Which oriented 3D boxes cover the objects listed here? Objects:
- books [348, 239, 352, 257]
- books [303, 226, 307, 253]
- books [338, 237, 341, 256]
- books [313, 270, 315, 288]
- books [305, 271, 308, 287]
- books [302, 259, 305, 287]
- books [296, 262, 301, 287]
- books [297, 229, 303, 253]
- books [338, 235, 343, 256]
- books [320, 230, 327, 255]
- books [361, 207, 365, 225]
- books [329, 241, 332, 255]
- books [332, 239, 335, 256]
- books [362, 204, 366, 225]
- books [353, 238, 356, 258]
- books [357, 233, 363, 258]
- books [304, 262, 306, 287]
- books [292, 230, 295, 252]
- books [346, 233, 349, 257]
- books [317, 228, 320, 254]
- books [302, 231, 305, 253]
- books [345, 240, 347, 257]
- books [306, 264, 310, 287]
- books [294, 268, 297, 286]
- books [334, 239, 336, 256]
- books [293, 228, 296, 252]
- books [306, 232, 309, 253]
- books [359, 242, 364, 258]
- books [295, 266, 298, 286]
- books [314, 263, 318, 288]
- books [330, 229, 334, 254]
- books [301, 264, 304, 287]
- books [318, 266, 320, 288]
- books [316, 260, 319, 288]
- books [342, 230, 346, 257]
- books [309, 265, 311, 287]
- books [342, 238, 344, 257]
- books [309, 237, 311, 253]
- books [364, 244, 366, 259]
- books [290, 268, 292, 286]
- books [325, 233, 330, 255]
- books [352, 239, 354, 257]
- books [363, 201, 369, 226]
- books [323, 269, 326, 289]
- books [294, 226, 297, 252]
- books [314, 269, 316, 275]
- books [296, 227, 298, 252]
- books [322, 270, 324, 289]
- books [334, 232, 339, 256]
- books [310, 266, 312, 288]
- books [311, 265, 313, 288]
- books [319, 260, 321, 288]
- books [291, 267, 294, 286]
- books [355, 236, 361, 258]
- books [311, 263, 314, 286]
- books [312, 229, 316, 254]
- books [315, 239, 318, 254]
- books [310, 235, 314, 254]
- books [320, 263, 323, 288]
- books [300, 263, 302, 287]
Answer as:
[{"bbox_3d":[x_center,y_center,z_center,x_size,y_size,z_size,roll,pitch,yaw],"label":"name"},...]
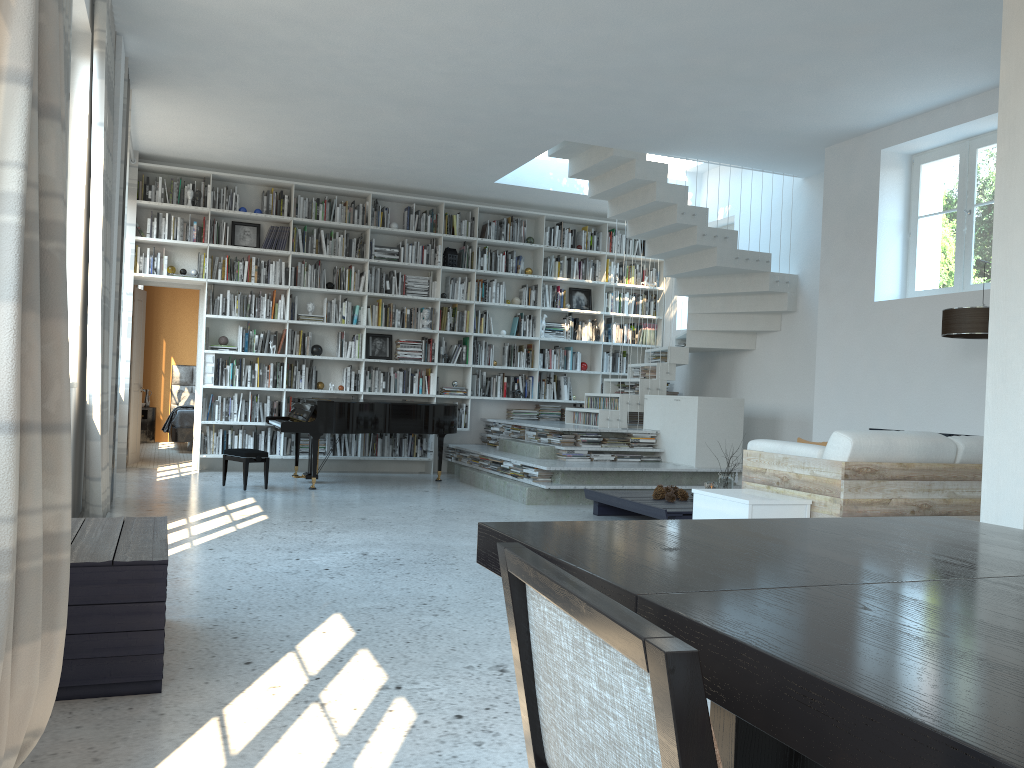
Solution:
[{"bbox_3d":[-1.822,-1.499,9.923,0.030,0.218,0.182,2,0,-21],"label":"books"},{"bbox_3d":[-2.279,-1.569,9.737,0.012,0.315,0.171,2,0,-21],"label":"books"},{"bbox_3d":[-1.934,-1.508,9.870,0.021,0.226,0.191,2,0,-21],"label":"books"},{"bbox_3d":[-2.192,-1.145,9.776,0.011,0.209,0.181,2,0,-21],"label":"books"},{"bbox_3d":[-2.273,-1.137,9.762,0.029,0.187,0.149,2,0,-21],"label":"books"},{"bbox_3d":[-2.299,-1.204,9.755,0.011,0.317,0.154,2,0,-21],"label":"books"},{"bbox_3d":[-2.346,-1.187,9.726,0.026,0.279,0.151,2,0,-21],"label":"books"},{"bbox_3d":[-2.332,-1.551,9.734,0.067,0.274,0.168,2,0,-21],"label":"books"},{"bbox_3d":[-1.917,-1.525,9.897,0.028,0.261,0.135,2,0,-21],"label":"books"},{"bbox_3d":[-2.097,-1.546,9.809,0.075,0.285,0.178,2,0,-21],"label":"books"},{"bbox_3d":[-1.686,-1.864,9.963,0.026,0.225,0.172,2,0,-21],"label":"books"},{"bbox_3d":[-2.029,-1.490,9.846,0.028,0.180,0.168,2,0,-21],"label":"books"},{"bbox_3d":[-2.003,-1.504,9.884,0.024,0.212,0.128,2,0,-21],"label":"books"},{"bbox_3d":[-1.670,-1.884,9.978,0.014,0.267,0.171,2,0,-21],"label":"books"},{"bbox_3d":[-1.784,-1.506,9.958,0.025,0.237,0.153,2,0,-21],"label":"books"},{"bbox_3d":[-1.724,-1.536,9.960,0.058,0.302,0.175,2,0,-21],"label":"books"},{"bbox_3d":[-2.283,-1.187,9.739,0.010,0.283,0.184,2,0,-21],"label":"books"},{"bbox_3d":[-2.401,-1.546,9.686,0.023,0.256,0.174,2,0,-21],"label":"books"},{"bbox_3d":[-1.852,-1.536,9.932,0.022,0.290,0.146,2,0,-21],"label":"books"},{"bbox_3d":[-2.146,-1.563,9.817,0.013,0.315,0.135,2,0,-21],"label":"books"},{"bbox_3d":[-2.294,-1.542,9.741,0.011,0.260,0.157,2,0,-21],"label":"books"},{"bbox_3d":[-1.874,-1.499,9.921,0.024,0.213,0.150,2,0,-21],"label":"books"},{"bbox_3d":[-2.246,-1.175,9.746,0.009,0.263,0.189,2,0,-21],"label":"books"},{"bbox_3d":[-2.389,-1.159,9.732,0.024,0.219,0.140,2,0,-21],"label":"books"},{"bbox_3d":[-1.977,-1.501,9.865,0.010,0.208,0.173,2,0,-21],"label":"books"},{"bbox_3d":[-2.389,-1.559,9.706,0.013,0.283,0.158,2,0,-21],"label":"books"},{"bbox_3d":[-2.261,-1.532,9.746,0.031,0.242,0.181,2,0,-21],"label":"books"},{"bbox_3d":[-1.695,-1.489,9.999,0.028,0.212,0.134,2,0,-21],"label":"books"},{"bbox_3d":[-2.367,-1.169,9.726,0.012,0.240,0.134,2,0,-21],"label":"books"},{"bbox_3d":[-2.171,-1.185,9.789,0.011,0.291,0.176,2,0,-21],"label":"books"},{"bbox_3d":[-2.008,-1.553,9.853,0.012,0.308,0.145,2,0,-21],"label":"books"},{"bbox_3d":[-2.312,-1.177,9.737,0.024,0.262,0.177,2,0,-21],"label":"books"},{"bbox_3d":[-2.150,-1.169,9.804,0.010,0.262,0.158,2,0,-21],"label":"books"},{"bbox_3d":[-2.158,-1.199,9.808,0.004,0.321,0.153,2,0,-21],"label":"books"},{"bbox_3d":[-1.881,-1.549,9.896,0.011,0.313,0.183,2,0,-21],"label":"books"},{"bbox_3d":[-2.237,-1.168,9.751,0.012,0.251,0.184,2,0,-21],"label":"books"},{"bbox_3d":[-1.898,-1.509,9.901,0.013,0.231,0.141,2,0,-21],"label":"books"},{"bbox_3d":[-2.242,-1.510,9.769,0.024,0.201,0.153,2,0,-21],"label":"books"},{"bbox_3d":[-1.676,-1.479,10.014,0.019,0.194,0.098,2,0,-21],"label":"books"},{"bbox_3d":[-2.425,-1.155,9.692,0.015,0.208,0.186,2,0,-21],"label":"books"},{"bbox_3d":[-2.055,-1.533,9.842,0.027,0.265,0.168,2,0,-21],"label":"books"},{"bbox_3d":[-1.800,-1.500,9.935,0.022,0.222,0.161,2,0,-21],"label":"books"},{"bbox_3d":[-1.649,-1.894,9.981,0.026,0.288,0.176,2,0,-21],"label":"books"},{"bbox_3d":[-2.084,-1.151,9.837,0.031,0.232,0.147,2,0,-21],"label":"books"},{"bbox_3d":[-2.384,-1.571,9.730,0.014,0.309,0.130,2,0,-21],"label":"books"},{"bbox_3d":[-2.190,-1.153,9.804,0.011,0.226,0.129,2,0,-21],"label":"books"},{"bbox_3d":[-2.365,-1.559,9.714,0.010,0.287,0.148,2,0,-21],"label":"books"},{"bbox_3d":[-2.110,-1.145,9.836,0.012,0.218,0.151,2,0,-21],"label":"books"},{"bbox_3d":[-1.964,-1.540,9.884,0.026,0.286,0.137,2,0,-21],"label":"books"},{"bbox_3d":[-2.226,-1.170,9.781,0.011,0.256,0.152,2,0,-21],"label":"books"},{"bbox_3d":[-2.210,-1.172,9.770,0.009,0.261,0.180,2,0,-21],"label":"books"},{"bbox_3d":[-2.141,-1.203,9.818,0.005,0.331,0.161,2,0,-21],"label":"books"},{"bbox_3d":[-2.414,-1.163,9.723,0.029,0.225,0.136,2,0,-21],"label":"books"},{"bbox_3d":[-1.739,-1.518,9.955,0.055,0.264,0.167,2,0,-21],"label":"books"},{"bbox_3d":[-2.203,-1.180,9.779,0.011,0.279,0.169,2,0,-21],"label":"books"},{"bbox_3d":[-2.189,-1.554,9.781,0.023,0.293,0.155,2,0,-21],"label":"books"},{"bbox_3d":[-2.168,-1.496,9.801,0.034,0.180,0.160,2,0,-21],"label":"books"},{"bbox_3d":[-2.214,-1.518,9.772,0.029,0.219,0.157,2,0,-21],"label":"books"},{"bbox_3d":[-2.117,-1.180,9.804,0.011,0.287,0.189,2,0,-21],"label":"books"},{"bbox_3d":[-2.327,-1.185,9.730,0.012,0.276,0.157,2,0,-21],"label":"books"}]
